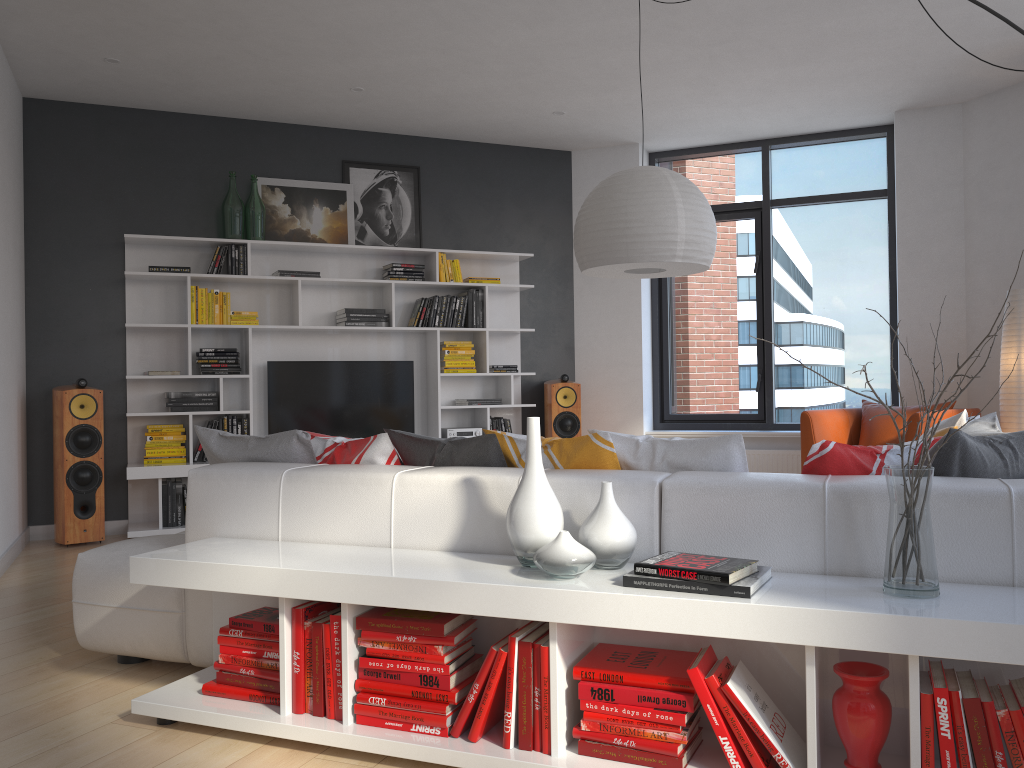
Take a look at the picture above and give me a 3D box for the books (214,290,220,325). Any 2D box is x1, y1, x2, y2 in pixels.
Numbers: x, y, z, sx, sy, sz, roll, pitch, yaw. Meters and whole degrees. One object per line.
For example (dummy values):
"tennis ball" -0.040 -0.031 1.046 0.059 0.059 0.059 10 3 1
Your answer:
"books" -2.103 -0.535 6.297 0.035 0.250 0.185 -1 0 -23

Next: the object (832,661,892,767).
"object" 0.780 0.764 1.976 0.125 0.258 0.125 -1 0 0

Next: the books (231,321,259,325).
"books" -1.923 -0.429 6.357 0.190 0.033 0.147 -1 0 -23

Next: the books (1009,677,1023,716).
"books" 1.117 0.763 1.848 0.119 0.249 0.187 -1 0 22

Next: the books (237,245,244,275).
"books" -1.948 -0.870 6.355 0.038 0.218 0.169 -1 0 -23

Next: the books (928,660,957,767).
"books" 0.933 0.756 1.912 0.050 0.268 0.198 -1 0 22

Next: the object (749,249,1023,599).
"object" 0.894 0.099 1.938 0.607 0.744 0.406 -1 0 -28

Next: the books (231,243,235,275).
"books" -1.999 -0.876 6.338 0.025 0.232 0.176 -1 0 -23

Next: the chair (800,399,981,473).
"chair" 2.557 0.537 5.947 0.843 0.858 0.896 -1 0 -35

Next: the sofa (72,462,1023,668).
"sofa" 0.475 0.622 3.740 3.424 0.732 2.614 -1 0 22

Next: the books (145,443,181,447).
"books" -2.420 0.422 6.162 0.228 0.024 0.152 -1 0 -18

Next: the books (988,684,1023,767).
"books" 1.054 0.773 1.863 0.081 0.230 0.165 -1 0 22

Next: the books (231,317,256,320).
"books" -1.922 -0.466 6.341 0.169 0.018 0.113 -1 0 -21

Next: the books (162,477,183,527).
"books" -2.337 0.809 6.090 0.128 0.321 0.259 -1 0 -23

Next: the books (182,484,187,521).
"books" -2.252 0.830 6.120 0.053 0.268 0.202 -1 0 -23

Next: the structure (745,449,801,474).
"structure" 2.063 0.752 7.050 1.474 0.460 0.110 -1 0 22

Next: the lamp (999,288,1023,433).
"lamp" 3.270 0.179 5.350 0.502 1.550 0.804 -1 0 -17

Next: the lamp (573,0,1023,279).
"lamp" 1.291 -0.355 2.667 0.710 2.647 3.199 -1 0 -32

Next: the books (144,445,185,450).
"books" -2.419 0.440 6.185 0.263 0.015 0.198 -1 0 -19

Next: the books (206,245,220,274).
"books" -2.123 -0.866 6.286 0.096 0.213 0.166 -1 0 -24

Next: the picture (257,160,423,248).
"picture" -1.308 -1.369 6.783 1.279 0.707 0.076 -1 0 -23

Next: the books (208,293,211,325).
"books" -2.141 -0.522 6.263 0.024 0.229 0.156 -1 0 -23

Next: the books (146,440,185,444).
"books" -2.416 0.401 6.184 0.251 0.019 0.180 -1 0 -23

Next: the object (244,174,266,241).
"object" -1.868 -1.266 6.438 0.157 0.507 0.157 -1 0 -9

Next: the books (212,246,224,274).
"books" -2.095 -0.865 6.304 0.087 0.214 0.171 -1 0 -22

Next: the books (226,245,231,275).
"books" -2.020 -0.869 6.323 0.021 0.221 0.156 -1 0 -23

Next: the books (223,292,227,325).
"books" -2.053 -0.528 6.316 0.024 0.234 0.172 -1 0 -23

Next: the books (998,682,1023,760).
"books" 1.078 0.771 1.857 0.083 0.233 0.178 -1 0 22

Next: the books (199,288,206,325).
"books" -2.193 -0.536 6.262 0.044 0.255 0.198 -1 0 -23

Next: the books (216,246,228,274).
"books" -2.064 -0.866 6.304 0.074 0.212 0.154 -1 0 -24

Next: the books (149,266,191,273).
"books" -2.376 -0.780 6.164 0.268 0.046 0.208 -1 0 -19

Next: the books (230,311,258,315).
"books" -1.931 -0.501 6.368 0.186 0.026 0.138 -1 0 -23

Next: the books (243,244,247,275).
"books" -1.920 -0.877 6.359 0.019 0.230 0.174 -1 0 -23

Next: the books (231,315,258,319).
"books" -1.922 -0.482 6.358 0.187 0.014 0.134 -1 0 -23

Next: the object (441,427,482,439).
"object" -0.410 0.433 6.963 0.285 0.174 0.270 -1 0 -23

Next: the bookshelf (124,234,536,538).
"bookshelf" -1.226 0.004 6.577 3.000 2.052 0.455 -1 0 -23

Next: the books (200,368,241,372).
"books" -2.070 -0.099 6.289 0.270 0.025 0.189 -1 0 -24

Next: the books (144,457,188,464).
"books" -2.402 0.532 6.160 0.270 0.029 0.204 -1 0 -18

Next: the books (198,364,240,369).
"books" -2.084 -0.127 6.303 0.266 0.030 0.209 -1 0 -24

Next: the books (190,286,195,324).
"books" -2.245 -0.543 6.225 0.029 0.270 0.204 -1 0 -23

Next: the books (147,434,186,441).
"books" -2.405 0.374 6.187 0.250 0.035 0.185 -1 0 -19

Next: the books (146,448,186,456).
"books" -2.411 0.470 6.173 0.255 0.044 0.198 -1 0 -23

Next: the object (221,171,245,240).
"object" -1.990 -1.265 6.326 0.157 0.507 0.157 -1 0 -9

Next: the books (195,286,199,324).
"books" -2.224 -0.543 6.244 0.025 0.270 0.213 -1 0 -23

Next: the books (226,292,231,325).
"books" -2.030 -0.528 6.329 0.024 0.234 0.172 -1 0 -23

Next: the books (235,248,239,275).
"books" -1.974 -0.862 6.342 0.021 0.200 0.147 -1 0 -23

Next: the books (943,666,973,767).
"books" 0.961 0.761 1.898 0.056 0.262 0.185 -1 0 23

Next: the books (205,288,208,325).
"books" -2.166 -0.539 6.276 0.015 0.263 0.199 -1 0 -23

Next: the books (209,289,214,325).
"books" -2.129 -0.535 6.288 0.019 0.251 0.180 -1 0 -23

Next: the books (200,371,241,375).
"books" -2.070 -0.074 6.287 0.263 0.026 0.189 -1 0 -24

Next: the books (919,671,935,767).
"books" 0.896 0.766 1.919 0.026 0.250 0.168 -1 0 22

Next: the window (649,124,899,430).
"window" 2.135 -0.818 7.376 1.960 2.402 0.170 -1 0 22

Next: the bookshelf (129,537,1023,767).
"bookshelf" 0.150 0.734 2.268 2.600 0.500 0.356 -1 0 22

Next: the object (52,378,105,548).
"object" -2.893 0.508 5.895 0.290 1.088 0.434 -1 0 -38

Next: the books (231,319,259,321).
"books" -1.924 -0.452 6.361 0.196 0.011 0.148 -1 0 -23

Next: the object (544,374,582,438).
"object" 0.408 0.465 7.258 0.290 1.088 0.434 -1 0 -8

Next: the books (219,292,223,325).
"books" -2.077 -0.530 6.310 0.023 0.239 0.169 -1 0 -23

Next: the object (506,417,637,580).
"object" 0.134 0.286 2.338 0.319 0.398 0.316 -1 0 -44

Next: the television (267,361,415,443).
"television" -1.272 0.179 6.674 1.102 0.704 0.207 -1 0 -23
